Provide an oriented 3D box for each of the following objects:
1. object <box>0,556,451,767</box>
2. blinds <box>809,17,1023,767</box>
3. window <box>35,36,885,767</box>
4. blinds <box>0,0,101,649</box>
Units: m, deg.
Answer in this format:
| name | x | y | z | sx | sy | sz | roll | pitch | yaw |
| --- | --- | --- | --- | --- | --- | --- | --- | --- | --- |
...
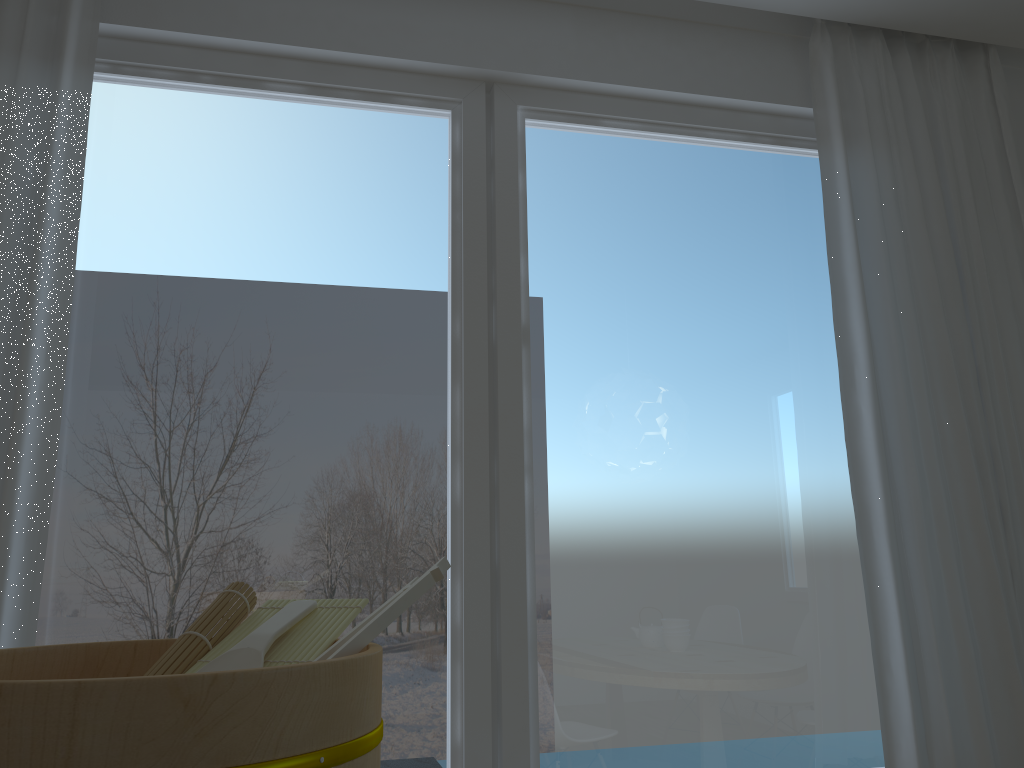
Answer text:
| name | x | y | z | sx | sy | sz | roll | pitch | yaw |
| --- | --- | --- | --- | --- | --- | --- | --- | --- | --- |
| object | -0.287 | 0.255 | 0.735 | 0.378 | 0.217 | 0.424 | -4 | -13 | 14 |
| blinds | 1.264 | -0.069 | 2.437 | 0.794 | 2.194 | 0.148 | 3 | -15 | -13 |
| window | -0.057 | 0.106 | 2.258 | 2.724 | 1.948 | 0.087 | 2 | -15 | -14 |
| blinds | -1.322 | -0.157 | 1.804 | 0.794 | 2.194 | 0.148 | 3 | -15 | -14 |
